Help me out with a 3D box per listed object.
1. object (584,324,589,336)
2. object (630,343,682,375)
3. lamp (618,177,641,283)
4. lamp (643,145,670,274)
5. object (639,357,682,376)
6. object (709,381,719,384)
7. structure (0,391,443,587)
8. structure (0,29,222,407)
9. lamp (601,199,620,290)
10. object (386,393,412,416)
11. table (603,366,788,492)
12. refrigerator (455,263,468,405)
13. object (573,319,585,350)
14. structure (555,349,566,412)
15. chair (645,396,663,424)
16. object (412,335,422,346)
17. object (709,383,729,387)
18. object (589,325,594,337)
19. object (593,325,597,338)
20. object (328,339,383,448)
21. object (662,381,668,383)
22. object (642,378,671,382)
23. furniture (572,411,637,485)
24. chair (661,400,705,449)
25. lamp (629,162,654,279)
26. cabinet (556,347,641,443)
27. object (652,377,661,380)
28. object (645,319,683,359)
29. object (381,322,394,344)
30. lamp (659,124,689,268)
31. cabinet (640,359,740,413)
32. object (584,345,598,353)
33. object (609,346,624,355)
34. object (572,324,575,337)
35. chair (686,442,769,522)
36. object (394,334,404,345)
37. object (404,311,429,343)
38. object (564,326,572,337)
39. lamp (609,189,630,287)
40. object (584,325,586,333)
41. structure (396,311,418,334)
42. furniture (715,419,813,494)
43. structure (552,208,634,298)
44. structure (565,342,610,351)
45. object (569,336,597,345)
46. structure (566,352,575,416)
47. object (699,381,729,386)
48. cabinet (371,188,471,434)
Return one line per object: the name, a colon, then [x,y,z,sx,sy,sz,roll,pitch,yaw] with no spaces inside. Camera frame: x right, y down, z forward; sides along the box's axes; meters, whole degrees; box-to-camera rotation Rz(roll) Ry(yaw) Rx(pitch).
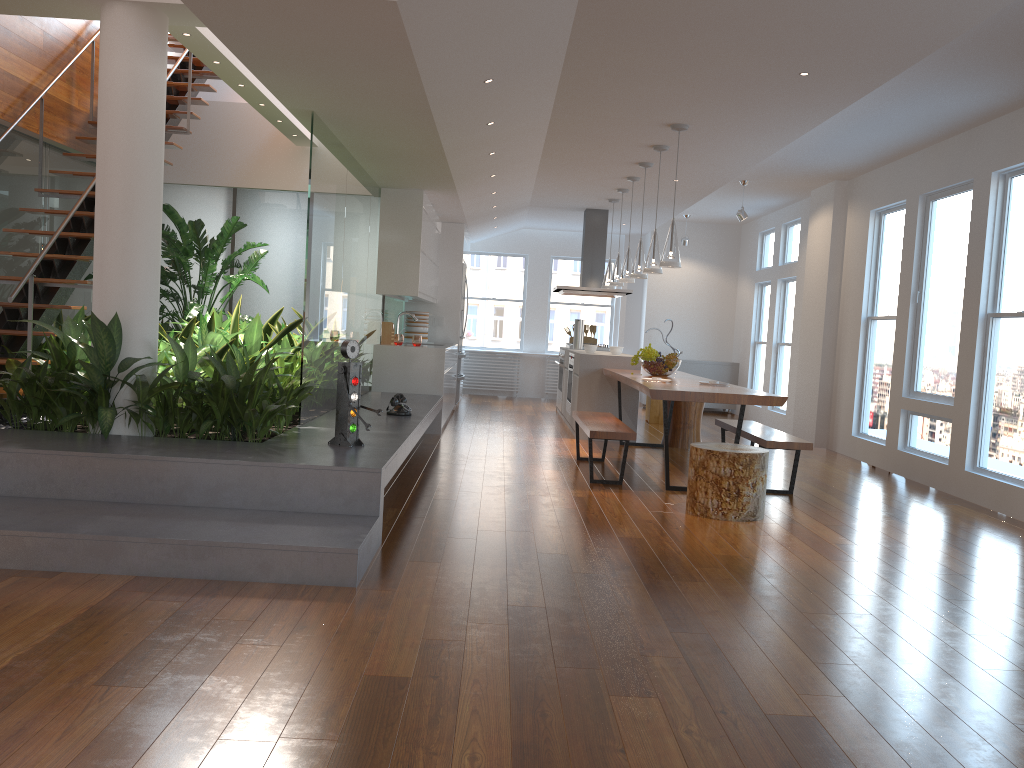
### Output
object: [0.951,-0.613,11.373,0.057,0.299,0.019,3,4,-1]
object: [1.251,-0.207,7.642,0.394,0.284,0.292,1,5,-37]
lamp: [1.125,-1.497,8.430,0.160,1.060,0.160,5,4,26]
lamp: [1.144,-1.404,6.987,0.160,1.060,0.160,5,4,26]
object: [1.273,-0.141,7.632,0.360,0.159,0.360,1,5,-37]
object: [1.507,-0.006,6.619,0.079,0.030,0.070,7,5,42]
structure: [-2.172,0.349,6.202,3.088,0.386,5.584,3,4,-1]
structure: [-2.271,-1.784,6.727,2.552,4.265,4.591,3,4,-1]
lamp: [1.106,-1.589,9.873,0.160,1.060,0.160,5,4,26]
object: [-0.826,0.145,6.382,0.216,0.155,0.181,1,4,-36]
table: [1.262,0.216,8.673,0.893,0.704,5.996,3,4,-1]
refrigerator: [-0.939,-0.639,11.325,0.725,1.772,0.908,3,4,-1]
object: [0.800,-0.584,10.477,0.172,0.356,0.120,0,5,-43]
structure: [0.863,-0.041,10.960,0.649,0.735,0.890,3,4,-1]
chair: [1.828,0.253,10.774,0.344,0.430,0.549,4,4,3]
object: [-0.913,-0.415,8.524,0.094,0.106,0.094,4,4,5]
object: [1.521,0.006,6.514,0.158,0.017,0.019,3,4,-6]
object: [1.015,-0.609,11.377,0.068,0.298,0.039,3,4,-1]
object: [1.052,-0.608,11.395,0.057,0.294,0.030,3,4,-1]
object: [-0.808,0.053,4.657,0.318,0.565,0.134,6,4,35]
object: [1.073,-0.016,6.526,0.149,0.014,0.044,3,4,-2]
object: [1.085,-0.027,6.660,0.222,0.020,0.222,6,5,39]
furniture: [0.659,0.469,6.672,0.316,0.389,1.433,3,4,-1]
chair: [1.651,0.377,8.560,0.396,0.455,0.402,3,4,-11]
lamp: [1.135,-1.450,7.709,0.160,1.060,0.160,5,4,26]
cabinet: [0.913,0.045,10.056,0.597,0.832,2.936,3,4,-1]
object: [1.085,-0.033,6.659,0.070,0.030,0.079,1,5,-38]
object: [2.190,-0.646,12.642,0.590,0.563,0.210,1,4,-30]
object: [-1.236,-0.508,8.832,0.104,0.222,0.200,3,4,-1]
lamp: [1.154,-1.358,6.266,0.160,1.060,0.160,5,4,26]
cabinet: [2.535,0.015,12.733,1.309,0.725,0.420,3,4,-1]
object: [0.802,-0.357,9.072,0.152,0.082,0.152,6,5,38]
object: [1.053,-0.335,8.952,0.152,0.082,0.152,0,5,-40]
object: [0.798,-0.624,11.391,0.055,0.299,0.027,3,4,-1]
chair: [1.296,0.581,5.346,0.460,0.400,0.460,4,4,9]
object: [-1.094,-0.428,8.568,0.094,0.106,0.094,4,4,5]
object: [-1.088,-0.647,10.127,0.267,0.356,0.266,5,4,25]
object: [0.761,-0.608,11.389,0.199,0.259,0.016,4,4,9]
lamp: [1.116,-1.543,9.152,0.160,1.060,0.160,5,4,26]
object: [0.917,-0.616,11.392,0.061,0.299,0.040,3,4,-3]
structure: [-1.143,-0.519,9.579,0.248,0.536,0.115,3,4,-1]
furniture: [1.850,0.537,6.692,0.316,0.389,1.433,3,4,-1]
structure: [1.009,-1.788,10.834,0.909,1.405,0.900,3,4,-1]
structure: [0.929,-0.464,10.946,0.520,0.073,0.650,3,4,-1]
object: [0.912,-0.537,11.387,0.353,0.157,0.084,3,4,-1]
structure: [0.636,-0.008,9.545,0.072,0.648,0.644,3,4,-1]
object: [1.507,0.000,6.619,0.222,0.020,0.222,3,4,-9]
cabinet: [-0.971,-0.809,10.569,0.676,2.280,4.565,3,4,-1]
